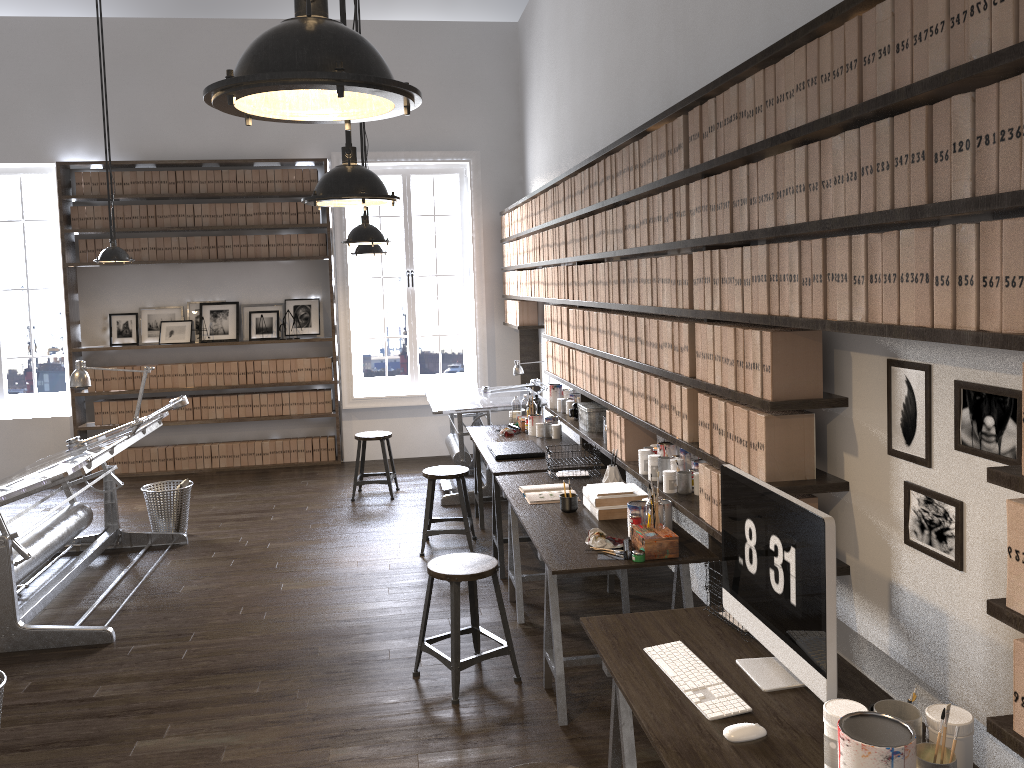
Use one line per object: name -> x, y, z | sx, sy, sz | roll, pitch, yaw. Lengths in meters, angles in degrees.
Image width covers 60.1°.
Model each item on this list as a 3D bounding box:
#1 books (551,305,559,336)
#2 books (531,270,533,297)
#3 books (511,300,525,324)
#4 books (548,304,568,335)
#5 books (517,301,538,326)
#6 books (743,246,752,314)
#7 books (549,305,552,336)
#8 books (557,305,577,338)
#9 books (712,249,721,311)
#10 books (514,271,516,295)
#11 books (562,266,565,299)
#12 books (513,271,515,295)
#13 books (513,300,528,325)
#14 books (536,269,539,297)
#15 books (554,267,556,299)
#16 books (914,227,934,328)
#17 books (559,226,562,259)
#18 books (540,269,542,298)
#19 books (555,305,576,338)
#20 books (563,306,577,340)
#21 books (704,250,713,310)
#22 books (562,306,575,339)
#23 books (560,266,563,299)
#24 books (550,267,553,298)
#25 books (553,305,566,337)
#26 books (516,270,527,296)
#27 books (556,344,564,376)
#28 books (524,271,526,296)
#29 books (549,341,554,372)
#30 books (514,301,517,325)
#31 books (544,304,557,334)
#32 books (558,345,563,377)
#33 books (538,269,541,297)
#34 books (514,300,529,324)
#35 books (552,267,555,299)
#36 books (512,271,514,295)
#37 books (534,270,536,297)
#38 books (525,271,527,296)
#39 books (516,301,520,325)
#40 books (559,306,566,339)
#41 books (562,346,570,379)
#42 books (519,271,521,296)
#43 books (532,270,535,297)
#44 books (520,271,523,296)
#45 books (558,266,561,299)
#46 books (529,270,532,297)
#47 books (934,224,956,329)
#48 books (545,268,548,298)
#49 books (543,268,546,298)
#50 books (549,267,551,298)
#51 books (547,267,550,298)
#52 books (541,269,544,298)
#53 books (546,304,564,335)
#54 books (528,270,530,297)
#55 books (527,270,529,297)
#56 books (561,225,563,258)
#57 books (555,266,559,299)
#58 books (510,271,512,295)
books -> 0.379, -0.458, 6.405 | 0.174, 0.225, 0.067 | -3, 4, -8
books -> 0.250, -0.818, 7.205 | 0.174, 0.225, 0.067 | -3, 4, -8
books -> 0.087, -0.675, 8.354 | 0.174, 0.225, 0.067 | -3, 4, -8
books -> 0.359, -0.473, 6.538 | 0.174, 0.225, 0.067 | -3, 4, -8
books -> 0.141, -0.638, 8.017 | 0.174, 0.225, 0.067 | -3, 4, -8
books -> 0.872, -0.351, 2.970 | 0.174, 0.225, 0.067 | -3, 4, -8
books -> 0.364, -0.465, 6.471 | 0.174, 0.225, 0.067 | -3, 4, -8
books -> 0.411, -0.434, 6.195 | 0.174, 0.225, 0.067 | -3, 4, -8
books -> 0.830, -0.382, 3.249 | 0.174, 0.225, 0.067 | -3, 4, -8
books -> 0.112, -0.928, 8.135 | 0.174, 0.225, 0.067 | -3, 4, -8
books -> 0.428, -0.686, 5.965 | 0.174, 0.225, 0.067 | -3, 4, -8
books -> 0.103, -0.936, 8.204 | 0.174, 0.225, 0.067 | -3, 4, -8
books -> 0.099, -0.667, 8.283 | 0.174, 0.225, 0.067 | -3, 4, -8
books -> 0.285, -0.786, 6.928 | 0.174, 0.225, 0.067 | -3, 4, -8
books -> 0.391, -0.717, 6.238 | 0.174, 0.225, 0.067 | -3, 4, -8
books -> 1.010, -0.244, 2.007 | 0.174, 0.225, 0.067 | -3, 4, -8
books -> 0.413, -0.959, 6.009 | 0.174, 0.225, 0.067 | -3, 4, -8
books -> 0.307, -0.772, 6.800 | 0.174, 0.225, 0.067 | -3, 4, -8
books -> 0.396, -0.442, 6.265 | 0.174, 0.225, 0.067 | -3, 4, -8
books -> 0.441, -0.410, 5.973 | 0.174, 0.225, 0.067 | -3, 4, -8
books -> 0.817, -0.390, 3.320 | 0.174, 0.225, 0.067 | -3, 4, -8
books -> 0.433, -0.418, 6.048 | 0.174, 0.225, 0.067 | -3, 4, -8
books -> 0.422, -0.694, 6.036 | 0.174, 0.225, 0.067 | -3, 4, -8
books -> 0.368, -0.732, 6.371 | 0.174, 0.225, 0.067 | -3, 4, -8
books -> 0.390, -0.450, 6.335 | 0.174, 0.225, 0.067 | -3, 4, -8
books -> 0.126, -0.913, 7.997 | 0.174, 0.225, 0.067 | -3, 4, -8
books -> 0.407, -0.172, 6.275 | 0.174, 0.225, 0.067 | -3, 4, -8
books -> 0.193, -0.856, 7.550 | 0.174, 0.225, 0.067 | -3, 4, -8
books -> 0.366, -0.203, 6.553 | 0.174, 0.225, 0.067 | -3, 4, -8
books -> 0.115, -0.653, 8.154 | 0.174, 0.225, 0.067 | -3, 4, -8
books -> 0.335, -0.487, 6.671 | 0.174, 0.225, 0.067 | -3, 4, -8
books -> 0.414, -0.164, 6.203 | 0.174, 0.225, 0.067 | -3, 4, -8
books -> 0.299, -0.779, 6.862 | 0.174, 0.225, 0.067 | -3, 4, -8
books -> 0.110, -0.660, 8.221 | 0.174, 0.225, 0.067 | -3, 4, -8
books -> 0.380, -0.724, 6.300 | 0.174, 0.225, 0.067 | -3, 4, -8
books -> 0.089, -0.943, 8.272 | 0.174, 0.225, 0.067 | -3, 4, -8
books -> 0.271, -0.802, 7.065 | 0.174, 0.225, 0.067 | -3, 4, -8
books -> 0.203, -0.848, 7.479 | 0.174, 0.225, 0.067 | -3, 4, -8
books -> 0.132, -0.645, 8.086 | 0.174, 0.225, 0.067 | -3, 4, -8
books -> 0.416, -0.426, 6.120 | 0.174, 0.225, 0.067 | -3, 4, -8
books -> 0.439, -0.149, 6.069 | 0.174, 0.225, 0.067 | -3, 4, -8
books -> 0.153, -0.887, 7.829 | 0.174, 0.225, 0.067 | -3, 4, -8
books -> 0.256, -0.809, 7.134 | 0.174, 0.225, 0.067 | -3, 4, -8
books -> 0.167, -0.879, 7.760 | 0.174, 0.225, 0.067 | -3, 4, -8
books -> 0.412, -0.702, 6.106 | 0.174, 0.225, 0.067 | -3, 4, -8
books -> 0.234, -0.826, 7.278 | 0.174, 0.225, 0.067 | -3, 4, -8
books -> 1.021, -0.236, 1.936 | 0.174, 0.225, 0.067 | -3, 4, -8
books -> 0.339, -0.755, 6.579 | 0.174, 0.225, 0.067 | -3, 4, -8
books -> 0.325, -0.762, 6.650 | 0.174, 0.225, 0.067 | -3, 4, -8
books -> 0.361, -0.739, 6.441 | 0.174, 0.225, 0.067 | -3, 4, -8
books -> 0.353, -0.747, 6.511 | 0.174, 0.225, 0.067 | -3, 4, -8
books -> 0.315, -0.764, 6.728 | 0.174, 0.225, 0.067 | -3, 4, -8
books -> 0.348, -0.479, 6.600 | 0.174, 0.225, 0.067 | -3, 4, -8
books -> 0.229, -0.834, 7.352 | 0.174, 0.225, 0.067 | -3, 4, -8
books -> 0.217, -0.841, 7.417 | 0.174, 0.225, 0.067 | -3, 4, -8
books -> 0.421, -0.952, 5.947 | 0.174, 0.225, 0.067 | -3, 4, -8
books -> 0.396, -0.709, 6.172 | 0.174, 0.225, 0.067 | -3, 4, -8
books -> 0.075, -0.951, 8.343 | 0.174, 0.225, 0.067 | -3, 4, -8
